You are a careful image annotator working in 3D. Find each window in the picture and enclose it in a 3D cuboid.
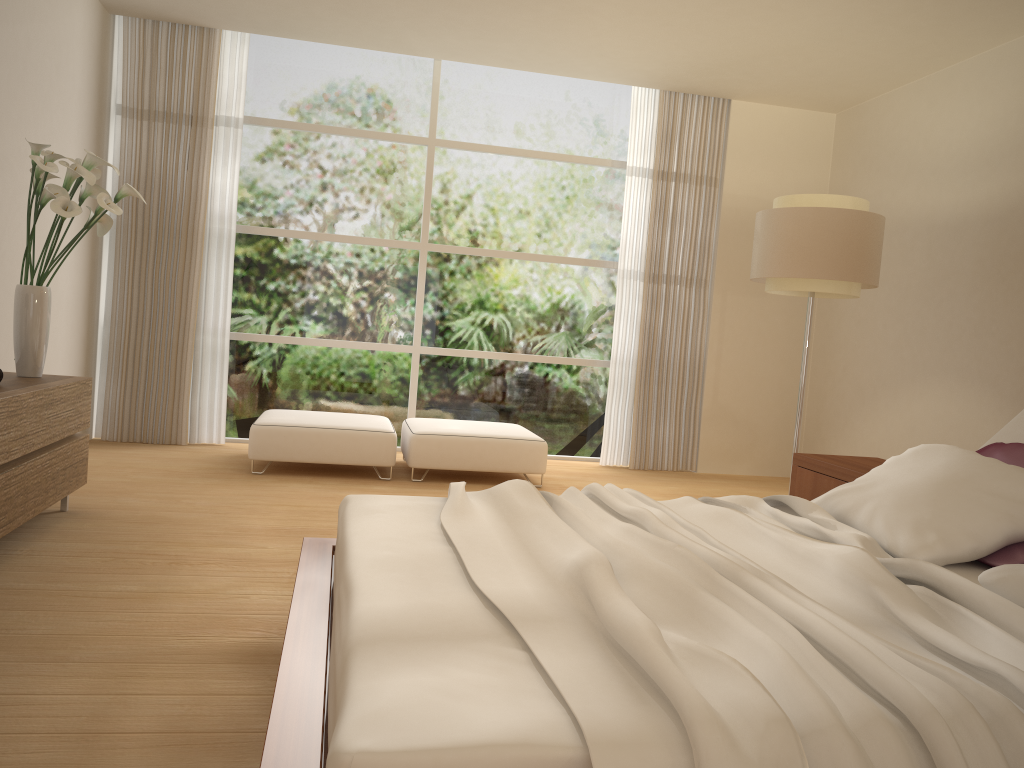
[{"bbox_3d":[-0.723,-1.121,7.245,4.781,3.371,0.071,4,3,-11],"label":"window"}]

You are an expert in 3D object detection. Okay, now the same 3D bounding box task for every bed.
[{"bbox_3d":[0.702,0.690,2.318,2.535,0.570,2.599,4,3,-11],"label":"bed"}]

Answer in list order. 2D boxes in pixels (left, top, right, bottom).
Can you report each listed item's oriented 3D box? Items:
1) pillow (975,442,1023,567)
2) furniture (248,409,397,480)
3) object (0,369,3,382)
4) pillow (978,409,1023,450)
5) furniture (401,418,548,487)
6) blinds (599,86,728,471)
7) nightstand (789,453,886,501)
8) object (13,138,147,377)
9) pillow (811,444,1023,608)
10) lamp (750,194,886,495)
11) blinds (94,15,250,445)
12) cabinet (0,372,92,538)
[{"bbox_3d":[1.730,0.419,2.540,0.575,0.369,1.683,4,3,-11],"label":"pillow"},{"bbox_3d":[-1.320,0.407,6.258,0.965,0.346,0.964,4,3,-11],"label":"furniture"},{"bbox_3d":[-2.235,-0.229,3.615,0.282,0.453,0.181,4,3,-11],"label":"object"},{"bbox_3d":[2.056,0.368,2.607,0.461,0.457,1.779,4,3,-12],"label":"pillow"},{"bbox_3d":[-0.305,0.477,6.454,0.965,0.346,0.964,4,3,-11],"label":"furniture"},{"bbox_3d":[1.272,-0.956,7.318,0.814,3.351,0.202,4,3,-12],"label":"blinds"},{"bbox_3d":[2.079,0.797,2.641,0.493,0.539,4.220,4,3,-11],"label":"nightstand"},{"bbox_3d":[-2.061,-0.565,4.127,0.608,1.085,0.515,7,4,37],"label":"object"},{"bbox_3d":[1.466,0.415,2.483,0.561,0.339,1.720,4,3,-11],"label":"pillow"},{"bbox_3d":[1.858,-0.139,5.619,0.817,2.018,0.817,7,4,32],"label":"lamp"},{"bbox_3d":[-2.541,-1.222,6.634,0.950,3.352,0.211,4,3,-12],"label":"blinds"},{"bbox_3d":[-2.043,0.411,2.523,0.588,0.662,3.713,4,3,-11],"label":"cabinet"}]
